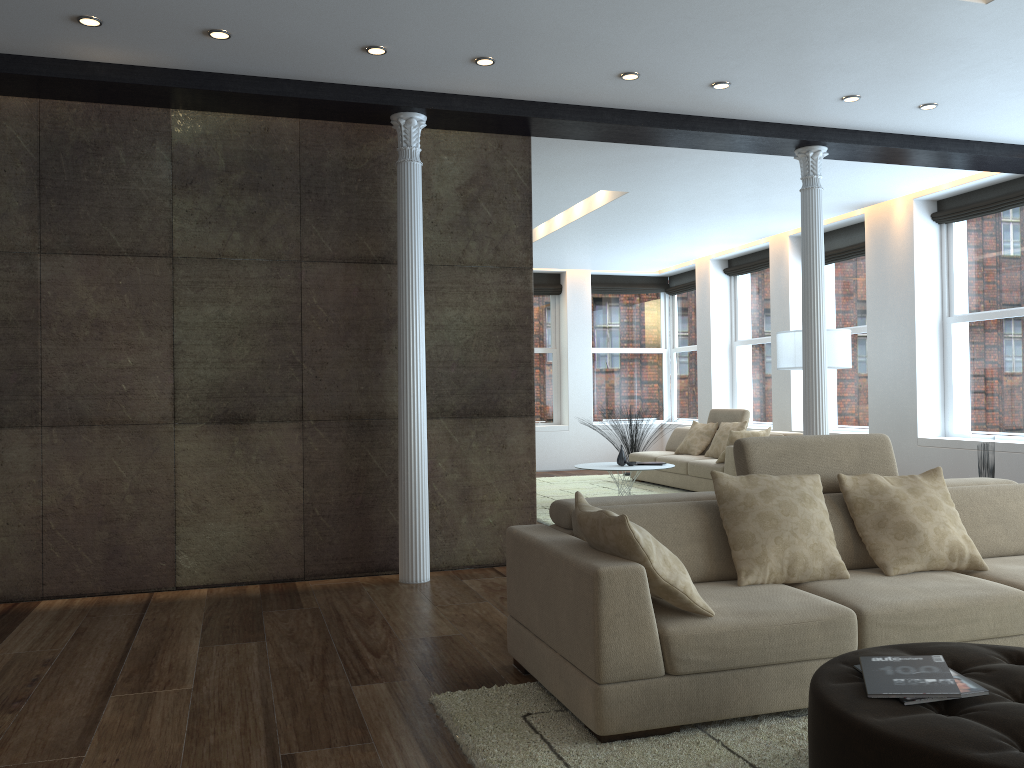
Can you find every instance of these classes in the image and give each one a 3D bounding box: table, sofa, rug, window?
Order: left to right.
[{"bbox_3d":[0.056,-0.485,13.458,1.420,2.400,0.123,-1,-1,-17],"label":"window"},{"bbox_3d":[1.159,1.248,10.052,2.972,0.020,4.231,-1,-1,-17],"label":"rug"},{"bbox_3d":[1.149,1.030,9.052,1.022,0.393,1.022,-1,-1,27],"label":"table"},{"bbox_3d":[1.821,-0.503,14.000,1.474,2.400,0.123,-1,-1,-17],"label":"window"},{"bbox_3d":[2.366,0.770,10.415,1.018,0.950,2.581,-1,-1,-17],"label":"sofa"},{"bbox_3d":[3.313,-0.552,11.753,0.123,2.400,1.444,-1,-1,-17],"label":"window"},{"bbox_3d":[6.837,0.121,21.187,34.761,17.917,13.698,-1,-1,-17],"label":"window"},{"bbox_3d":[1.346,0.701,3.689,2.581,0.950,1.021,-1,-1,-17],"label":"sofa"},{"bbox_3d":[3.846,-0.581,10.040,0.123,2.400,1.345,-1,-1,-17],"label":"window"},{"bbox_3d":[4.460,-0.614,8.065,0.123,2.400,1.391,-1,-1,-17],"label":"window"},{"bbox_3d":[2.154,1.141,2.556,4.231,0.020,2.972,-1,-1,-17],"label":"rug"}]

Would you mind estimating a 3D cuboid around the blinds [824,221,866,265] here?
[{"bbox_3d":[3.772,-1.595,10.034,0.156,0.393,1.342,-1,-1,-17],"label":"blinds"}]

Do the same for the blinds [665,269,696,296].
[{"bbox_3d":[2.700,-1.570,13.479,0.156,0.327,1.377,-1,-1,-17],"label":"blinds"}]

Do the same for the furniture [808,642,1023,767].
[{"bbox_3d":[1.317,0.963,2.274,1.057,0.355,1.057,-1,-1,-15],"label":"furniture"}]

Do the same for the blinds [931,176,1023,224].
[{"bbox_3d":[4.385,-1.688,8.061,0.156,0.275,1.396,-1,-1,-17],"label":"blinds"}]

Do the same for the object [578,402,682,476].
[{"bbox_3d":[1.625,0.751,12.083,1.119,1.014,1.125,0,-1,-31],"label":"object"}]

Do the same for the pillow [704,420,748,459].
[{"bbox_3d":[2.451,0.636,10.178,0.301,0.439,0.534,-1,-1,-21],"label":"pillow"}]

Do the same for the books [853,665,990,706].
[{"bbox_3d":[1.084,0.789,2.371,0.219,0.031,0.300,-1,-1,-2],"label":"books"}]

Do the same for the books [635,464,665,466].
[{"bbox_3d":[1.413,0.826,9.123,0.300,0.010,0.220,-1,-1,18],"label":"books"}]

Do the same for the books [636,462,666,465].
[{"bbox_3d":[1.421,0.816,9.147,0.300,0.010,0.220,-1,-1,-2],"label":"books"}]

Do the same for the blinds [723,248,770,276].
[{"bbox_3d":[3.239,-1.626,11.746,0.156,0.275,1.442,-1,-1,-17],"label":"blinds"}]

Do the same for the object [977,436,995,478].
[{"bbox_3d":[3.666,0.792,6.845,0.458,0.781,0.458,-1,-1,-18],"label":"object"}]

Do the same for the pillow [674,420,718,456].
[{"bbox_3d":[2.254,0.657,10.770,0.368,0.416,0.519,-1,-1,-22],"label":"pillow"}]

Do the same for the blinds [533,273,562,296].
[{"bbox_3d":[0.068,-1.516,13.381,1.422,0.363,0.156,-1,-1,-17],"label":"blinds"}]

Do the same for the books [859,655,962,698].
[{"bbox_3d":[1.059,0.782,2.379,0.220,0.040,0.301,-1,-1,18],"label":"books"}]

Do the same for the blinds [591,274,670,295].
[{"bbox_3d":[1.817,-1.560,13.926,1.442,0.312,0.155,-1,-1,-17],"label":"blinds"}]

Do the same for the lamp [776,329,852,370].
[{"bbox_3d":[2.973,0.347,8.705,0.698,1.728,0.698,-1,-1,6],"label":"lamp"}]

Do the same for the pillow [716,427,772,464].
[{"bbox_3d":[2.450,0.648,9.381,0.518,0.393,0.395,-1,-1,-21],"label":"pillow"}]

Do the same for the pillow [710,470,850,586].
[{"bbox_3d":[1.098,0.575,3.628,0.534,0.439,0.301,-1,-1,-14],"label":"pillow"}]

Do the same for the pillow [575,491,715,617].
[{"bbox_3d":[0.443,0.600,3.174,0.395,0.393,0.518,-1,-1,-14],"label":"pillow"}]

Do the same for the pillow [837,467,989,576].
[{"bbox_3d":[1.698,0.579,3.801,0.519,0.416,0.368,-1,-1,-13],"label":"pillow"}]
